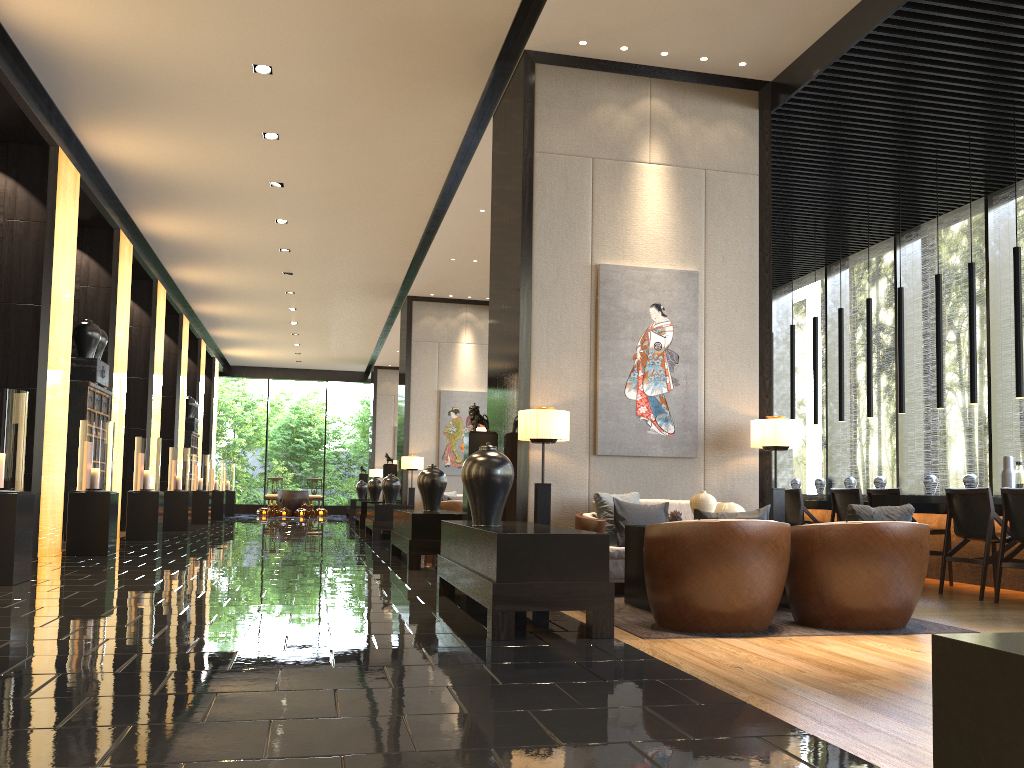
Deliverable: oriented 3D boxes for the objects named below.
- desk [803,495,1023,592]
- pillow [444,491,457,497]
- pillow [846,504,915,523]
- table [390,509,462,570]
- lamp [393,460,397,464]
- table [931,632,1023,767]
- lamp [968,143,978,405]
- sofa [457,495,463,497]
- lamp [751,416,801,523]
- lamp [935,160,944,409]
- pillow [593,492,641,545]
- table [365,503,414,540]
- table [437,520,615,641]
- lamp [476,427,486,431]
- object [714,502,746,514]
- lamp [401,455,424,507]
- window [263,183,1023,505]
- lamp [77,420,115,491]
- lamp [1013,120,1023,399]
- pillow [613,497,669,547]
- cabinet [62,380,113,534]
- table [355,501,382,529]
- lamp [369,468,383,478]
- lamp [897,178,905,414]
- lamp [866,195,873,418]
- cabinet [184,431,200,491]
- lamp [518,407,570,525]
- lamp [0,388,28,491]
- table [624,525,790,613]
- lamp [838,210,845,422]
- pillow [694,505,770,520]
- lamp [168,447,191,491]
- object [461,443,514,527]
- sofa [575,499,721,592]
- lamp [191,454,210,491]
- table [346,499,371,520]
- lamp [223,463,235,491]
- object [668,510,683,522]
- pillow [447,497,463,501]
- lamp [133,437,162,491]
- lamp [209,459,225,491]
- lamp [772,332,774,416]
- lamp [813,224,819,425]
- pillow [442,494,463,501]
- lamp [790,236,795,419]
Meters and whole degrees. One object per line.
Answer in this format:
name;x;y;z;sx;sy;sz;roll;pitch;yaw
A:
desk;2.821;1.892;12.117;1.780;0.756;28.866;2;-7;-12
pillow;-1.120;2.043;15.228;0.434;0.398;0.201;5;-6;-34
pillow;2.003;0.836;4.869;0.399;0.361;0.223;2;-5;-12
table;-0.845;1.562;9.060;0.620;0.510;1.969;2;-7;-12
lamp;-2.110;2.106;16.905;0.375;1.345;0.376;1;-4;6
table;1.092;0.514;0.378;0.620;0.510;1.969;2;-7;-12
lamp;4.097;-1.024;7.889;0.060;2.411;0.060;2;-4;-17
sofa;-0.777;2.245;15.191;1.449;0.690;0.605;2;-5;-12
lamp;2.041;0.926;6.848;0.375;1.345;0.376;0;-4;17
lamp;4.003;-0.973;8.310;0.060;2.411;0.060;2;-4;-17
pillow;0.808;1.000;6.583;0.434;0.398;0.201;5;-6;-34
table;-1.952;2.160;14.022;0.620;0.510;1.969;2;-7;-12
table;-0.004;1.107;5.293;0.620;0.510;1.969;2;-7;-12
lamp;-0.170;1.072;8.207;0.375;1.314;0.376;-1;-5;31
object;1.416;0.862;5.825;0.245;0.167;0.246;2;-6;-10
lamp;-1.717;1.893;15.143;0.375;1.345;0.376;1;-4;6
window;-1.436;0.038;11.807;12.058;4.208;32.032;3;-7;-12
lamp;-4.377;0.756;9.320;0.337;0.726;0.338;2;-4;-7
lamp;4.211;-1.085;7.380;0.060;2.411;0.060;2;-4;-17
pillow;0.940;1.006;6.452;0.472;0.359;0.220;3;-5;-16
cabinet;-5.274;0.980;10.660;0.548;1.915;1.192;2;-5;-12
table;-2.792;2.615;17.790;0.620;0.510;1.969;2;-7;-12
lamp;-3.671;2.950;23.905;0.375;1.345;0.376;0;-4;17
lamp;3.884;-0.908;8.847;0.060;2.411;0.060;2;-4;-17
lamp;3.772;-0.848;9.349;0.060;2.411;0.060;2;-4;-17
cabinet;-7.191;2.017;19.253;0.548;1.915;1.192;2;-5;-12
lamp;0.223;0.845;6.446;0.375;1.342;0.376;-2;-5;39
lamp;-3.739;0.410;6.459;0.337;0.726;0.337;5;-6;-39
table;1.321;1.188;5.731;1.042;0.515;0.578;2;-6;-12
lamp;3.660;-0.787;9.850;0.060;2.411;0.060;2;-4;-17
pillow;1.166;0.802;4.681;0.441;0.337;0.206;2;-5;-6
lamp;-5.654;1.446;15.042;0.337;0.726;0.338;2;-4;-11
object;-0.144;0.592;5.223;0.311;0.491;0.313;1;-5;6
sofa;1.152;1.202;6.546;1.449;0.690;0.605;2;-5;-12
lamp;-6.292;1.792;17.903;0.337;0.726;0.338;2;-4;-11
table;-3.904;3.217;22.775;0.620;0.510;1.969;2;-7;-12
lamp;-7.568;2.482;23.625;0.337;0.726;0.338;3;-5;-25
object;1.069;0.875;5.780;0.091;0.111;0.092;-3;-7;40
pillow;-0.763;1.845;13.326;0.441;0.337;0.206;2;-5;-6
lamp;-5.016;1.101;12.181;0.337;0.726;0.338;2;-4;-11
lamp;-6.930;2.137;20.764;0.337;0.726;0.338;2;-4;-11
lamp;3.324;-0.605;11.356;0.060;2.411;0.060;2;-4;-17
lamp;3.548;-0.727;10.350;0.060;2.411;0.060;2;-4;-17
pillow;-0.988;2.050;15.097;0.472;0.359;0.220;3;-5;-16
lamp;3.438;-0.667;10.845;0.060;2.411;0.060;2;-4;-17
